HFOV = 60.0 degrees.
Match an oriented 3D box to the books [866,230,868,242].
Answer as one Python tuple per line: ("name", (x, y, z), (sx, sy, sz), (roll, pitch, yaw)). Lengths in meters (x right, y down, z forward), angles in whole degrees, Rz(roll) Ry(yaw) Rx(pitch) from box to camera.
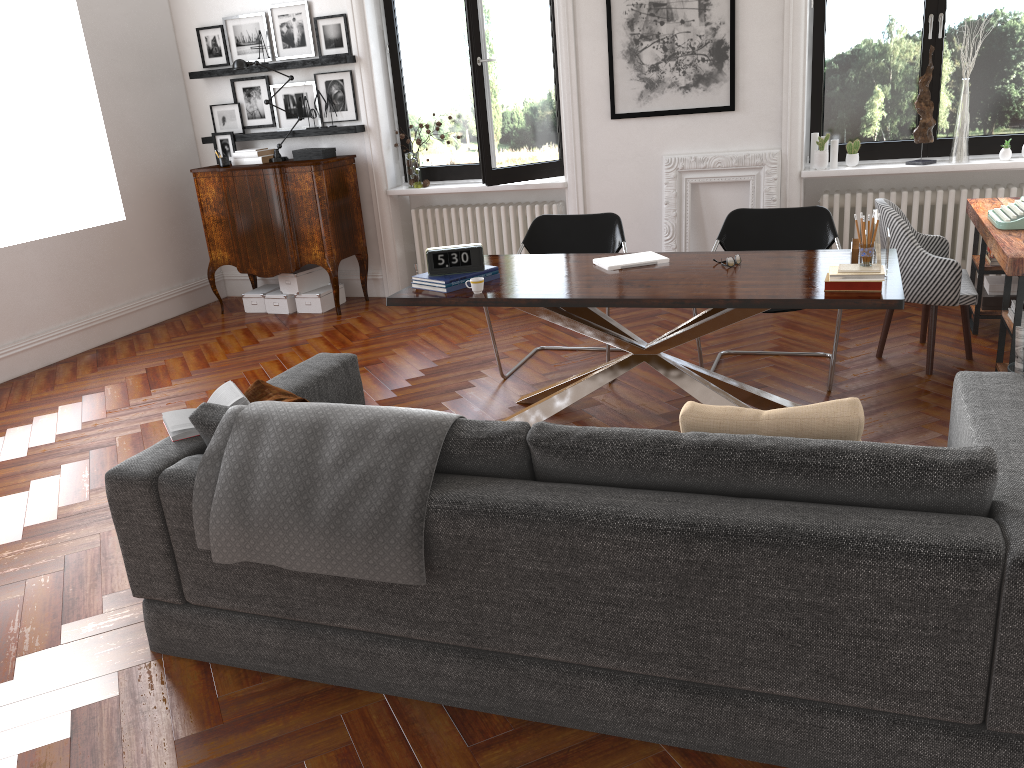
("books", (1.549, -0.587, 3.872), (0.041, 0.158, 0.127), (3, 21, 21))

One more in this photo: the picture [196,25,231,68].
("picture", (-2.494, -2.812, 7.396), (0.266, 0.317, 0.020), (2, 21, 21))

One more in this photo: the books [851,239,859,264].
("books", (1.493, -0.554, 3.859), (0.028, 0.125, 0.219), (3, 20, 21))

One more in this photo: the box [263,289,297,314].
("box", (-1.880, -0.717, 7.549), (0.244, 0.178, 0.392), (4, 21, 25))

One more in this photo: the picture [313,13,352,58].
("picture", (-1.416, -2.744, 6.999), (0.289, 0.305, 0.020), (2, 21, 21))

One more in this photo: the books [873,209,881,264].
("books", (1.579, -0.612, 3.829), (0.043, 0.241, 0.308), (3, 20, 20))

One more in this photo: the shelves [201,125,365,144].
("shelves", (-1.920, -2.076, 7.382), (1.514, 0.056, 0.155), (2, 20, 21))

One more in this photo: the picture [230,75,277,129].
("picture", (-2.172, -2.360, 7.447), (0.373, 0.409, 0.020), (2, 21, 21))

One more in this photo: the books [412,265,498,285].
("books", (-0.275, -0.538, 4.304), (0.343, 0.017, 0.249), (-22, 25, -40))

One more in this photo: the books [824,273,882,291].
("books", (1.387, -0.415, 3.600), (0.215, 0.040, 0.158), (3, 20, 23))

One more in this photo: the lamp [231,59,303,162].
("lamp", (-1.947, -2.202, 7.141), (0.490, 0.808, 0.173), (-10, 20, -13))

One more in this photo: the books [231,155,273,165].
("books", (-2.107, -1.837, 7.269), (0.294, 0.057, 0.228), (2, 20, 21))

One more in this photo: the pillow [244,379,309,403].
("pillow", (-0.696, 0.171, 3.066), (0.329, 0.399, 0.468), (-16, 22, -29))

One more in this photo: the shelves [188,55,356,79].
("shelves", (-1.963, -2.571, 7.204), (1.514, 0.056, 0.157), (2, 20, 21))

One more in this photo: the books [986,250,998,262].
("books", (2.943, -0.764, 5.265), (0.209, 0.023, 0.250), (2, 20, 20))

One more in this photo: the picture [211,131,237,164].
("picture", (-2.430, -1.999, 7.511), (0.213, 0.259, 0.020), (3, 21, 21))

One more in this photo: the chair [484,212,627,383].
("chair", (0.309, -0.509, 5.225), (0.752, 0.878, 0.741), (3, 21, 21))

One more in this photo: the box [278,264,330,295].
("box", (-1.748, -0.887, 7.465), (0.209, 0.178, 0.392), (7, 22, 30))

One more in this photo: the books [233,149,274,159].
("books", (-2.108, -1.886, 7.256), (0.239, 0.044, 0.253), (2, 20, 21))

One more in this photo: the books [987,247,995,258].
("books", (2.943, -0.785, 5.260), (0.190, 0.023, 0.238), (2, 20, 20))

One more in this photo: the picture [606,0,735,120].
("picture", (1.085, -2.544, 6.109), (0.882, 1.332, 0.035), (3, 21, 21))

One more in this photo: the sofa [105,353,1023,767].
("sofa", (0.220, 0.369, 2.862), (2.644, 0.834, 1.254), (2, 20, 21))

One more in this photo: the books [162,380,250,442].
("books", (-1.026, 0.083, 2.989), (0.278, 0.096, 0.223), (-14, 21, -25))

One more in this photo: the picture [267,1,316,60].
("picture", (-1.764, -2.827, 7.103), (0.369, 0.411, 0.020), (2, 21, 21))

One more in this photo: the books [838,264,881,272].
("books", (1.407, -0.470, 3.589), (0.159, 0.008, 0.127), (3, 20, 22))

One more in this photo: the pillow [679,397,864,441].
("pillow", (0.717, 0.233, 2.428), (0.486, 0.463, 0.224), (2, 21, 20))

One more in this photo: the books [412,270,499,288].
("books", (-0.274, -0.522, 4.309), (0.343, 0.017, 0.249), (-22, 25, -40))

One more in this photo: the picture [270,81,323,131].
("picture", (-1.781, -2.292, 7.320), (0.433, 0.367, 0.020), (2, 21, 21))

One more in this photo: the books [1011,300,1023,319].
("books", (2.486, -0.344, 4.080), (0.308, 0.038, 0.224), (2, 20, 21))

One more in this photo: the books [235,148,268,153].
("books", (-2.122, -1.907, 7.229), (0.200, 0.014, 0.178), (2, 20, 21))

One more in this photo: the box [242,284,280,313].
("box", (-2.129, -0.737, 7.674), (0.209, 0.178, 0.391), (1, 20, 16))

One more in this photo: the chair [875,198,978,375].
("chair", (2.259, -0.563, 4.855), (0.547, 0.906, 0.711), (0, 20, 14))

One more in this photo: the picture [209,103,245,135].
("picture", (-2.427, -2.255, 7.560), (0.299, 0.255, 0.020), (2, 21, 21))

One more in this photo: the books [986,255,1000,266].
("books", (2.945, -0.743, 5.274), (0.209, 0.024, 0.246), (2, 20, 20))

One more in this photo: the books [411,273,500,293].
("books", (-0.275, -0.506, 4.330), (0.346, 0.027, 0.263), (-22, 25, -40))

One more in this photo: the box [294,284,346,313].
("box", (-1.611, -0.717, 7.479), (0.244, 0.178, 0.391), (2, 20, 21))

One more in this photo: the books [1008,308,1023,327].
("books", (2.478, -0.308, 4.088), (0.308, 0.038, 0.224), (2, 20, 20))

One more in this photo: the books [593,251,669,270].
("books", (0.594, -0.616, 4.441), (0.325, 0.026, 0.229), (-9, 19, -12))

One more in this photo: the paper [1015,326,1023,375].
("paper", (2.238, -0.019, 3.915), (0.033, 0.482, 0.073), (-17, 23, -29))

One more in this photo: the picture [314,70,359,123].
("picture", (-1.423, -2.320, 7.171), (0.343, 0.387, 0.020), (2, 21, 21))

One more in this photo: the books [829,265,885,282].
("books", (1.394, -0.448, 3.590), (0.207, 0.029, 0.163), (2, 20, 19))

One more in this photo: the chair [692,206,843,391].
("chair", (1.408, -0.466, 4.810), (0.752, 0.878, 0.741), (3, 21, 21))

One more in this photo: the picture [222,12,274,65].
("picture", (-2.164, -2.824, 7.262), (0.415, 0.370, 0.020), (2, 21, 21))
